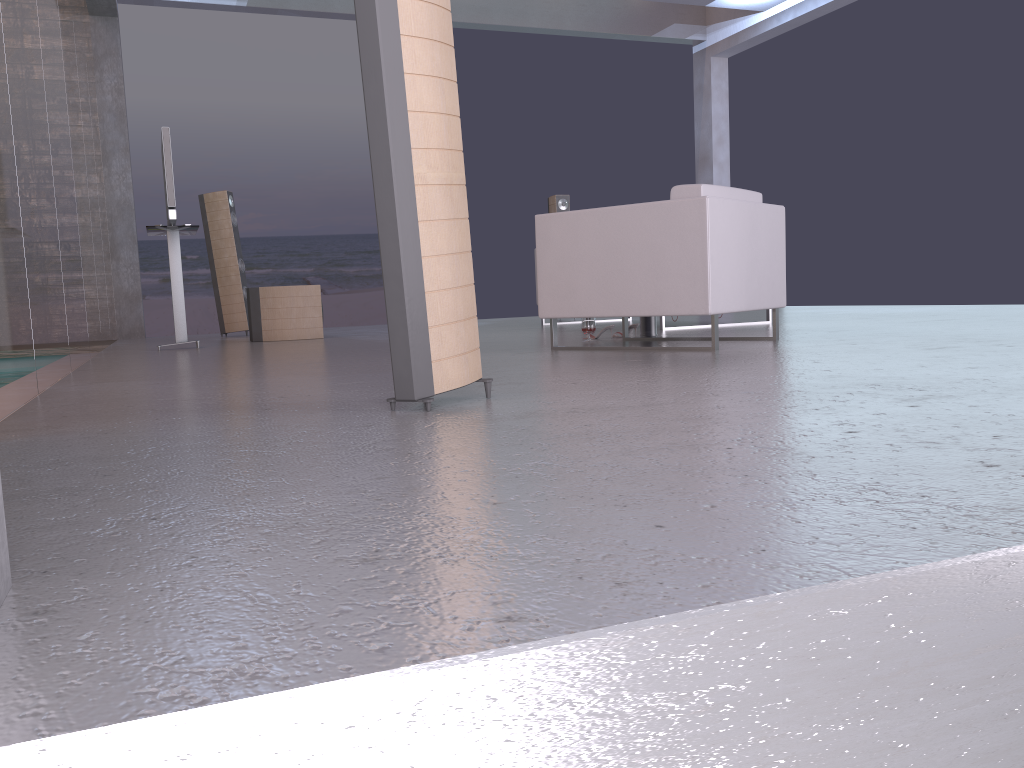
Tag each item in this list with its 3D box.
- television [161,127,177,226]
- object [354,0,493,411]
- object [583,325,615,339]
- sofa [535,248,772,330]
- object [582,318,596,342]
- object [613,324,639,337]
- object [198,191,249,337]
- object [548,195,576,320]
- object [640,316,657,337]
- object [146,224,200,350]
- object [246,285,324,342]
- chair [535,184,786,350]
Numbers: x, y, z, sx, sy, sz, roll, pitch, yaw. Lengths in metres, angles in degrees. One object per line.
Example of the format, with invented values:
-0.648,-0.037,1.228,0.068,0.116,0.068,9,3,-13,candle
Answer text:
-2.600,-1.523,6.716,0.054,0.644,1.000,-5,6,-21,television
-0.281,-0.667,2.430,0.244,1.473,0.444,0,6,24,object
0.551,-0.333,5.676,0.235,0.087,0.079,2,7,35,object
1.112,-0.924,7.625,1.026,0.824,2.353,-5,6,-21,sofa
0.469,-0.378,5.441,0.091,0.233,0.091,-2,6,6,object
0.736,-0.347,5.739,0.079,0.087,0.235,-8,8,-43,object
-2.934,-1.223,9.091,0.444,1.469,0.244,-2,6,4,object
0.535,-1.402,9.897,0.243,1.363,0.333,-4,6,-15,object
0.848,-0.507,5.540,0.109,0.435,0.109,-2,6,6,object
-2.569,-0.749,6.796,0.360,0.958,0.818,-5,6,-21,object
-1.971,-0.617,7.715,0.604,0.459,0.514,-5,6,-21,object
0.800,-0.612,4.774,1.026,0.808,0.936,2,7,38,chair
